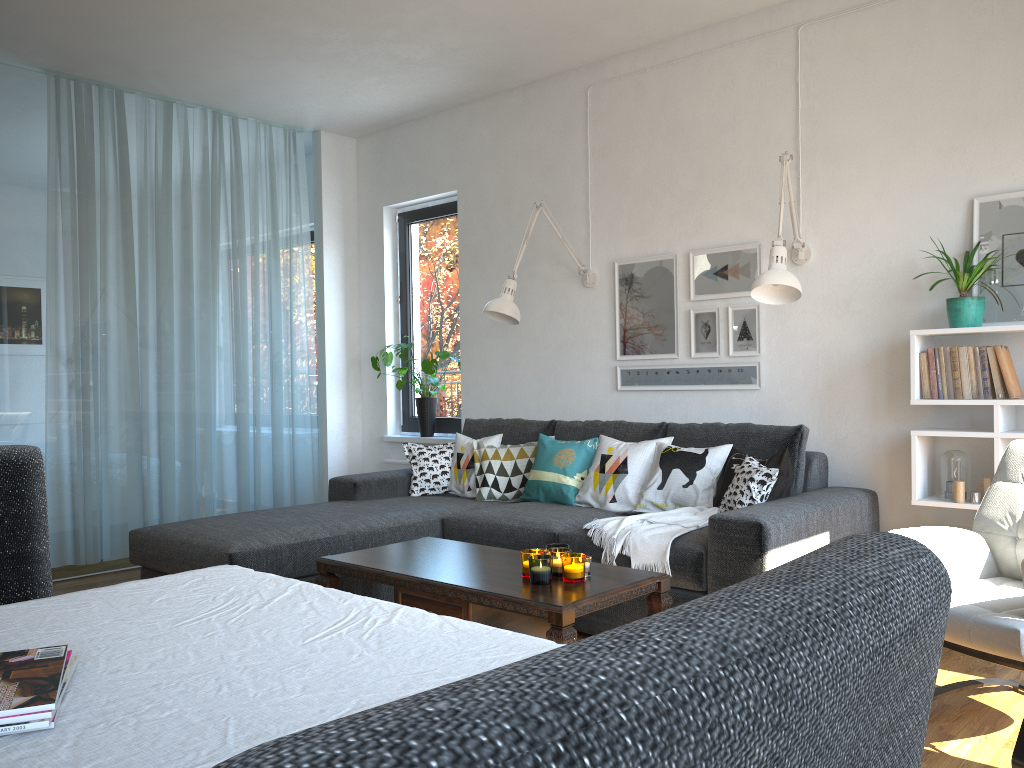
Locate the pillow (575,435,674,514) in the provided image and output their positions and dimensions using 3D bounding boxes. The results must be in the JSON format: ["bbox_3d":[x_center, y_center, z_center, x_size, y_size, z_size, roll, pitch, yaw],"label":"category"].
[{"bbox_3d":[0.514,0.437,4.204,0.436,0.368,0.285,-1,1,42],"label":"pillow"}]

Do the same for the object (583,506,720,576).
[{"bbox_3d":[0.565,0.620,3.634,0.488,0.212,0.605,-1,0,39],"label":"object"}]

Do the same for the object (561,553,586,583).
[{"bbox_3d":[0.194,0.580,2.793,0.079,0.081,0.079,-1,1,37],"label":"object"}]

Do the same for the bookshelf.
[{"bbox_3d":[2.112,0.378,3.226,1.190,1.201,0.237,-1,1,42],"label":"bookshelf"}]

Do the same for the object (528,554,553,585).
[{"bbox_3d":[0.091,0.581,2.777,0.079,0.081,0.079,-1,1,37],"label":"object"}]

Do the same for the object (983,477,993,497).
[{"bbox_3d":[1.833,0.410,3.407,0.039,0.099,0.039,0,1,39],"label":"object"}]

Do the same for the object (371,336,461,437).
[{"bbox_3d":[-0.634,0.015,5.790,0.657,0.675,0.447,-1,1,33],"label":"object"}]

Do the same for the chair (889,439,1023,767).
[{"bbox_3d":[1.495,0.601,2.607,0.685,0.832,0.545,-1,1,-23],"label":"chair"}]

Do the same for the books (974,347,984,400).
[{"bbox_3d":[1.836,-0.041,3.454,0.035,0.204,0.131,0,1,42],"label":"books"}]

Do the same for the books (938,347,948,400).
[{"bbox_3d":[1.740,-0.043,3.538,0.035,0.209,0.129,0,1,42],"label":"books"}]

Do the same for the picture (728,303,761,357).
[{"bbox_3d":[1.128,-0.259,4.287,0.166,0.248,0.021,0,1,42],"label":"picture"}]

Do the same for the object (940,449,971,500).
[{"bbox_3d":[1.777,0.361,3.554,0.108,0.197,0.108,-2,1,-36],"label":"object"}]

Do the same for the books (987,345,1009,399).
[{"bbox_3d":[1.879,-0.045,3.415,0.061,0.211,0.128,0,1,43],"label":"books"}]

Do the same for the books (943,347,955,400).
[{"bbox_3d":[1.757,-0.042,3.524,0.044,0.209,0.136,0,1,43],"label":"books"}]

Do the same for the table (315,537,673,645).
[{"bbox_3d":[-0.098,0.829,3.068,1.179,0.409,0.570,-1,0,42],"label":"table"}]

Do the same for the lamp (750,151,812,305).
[{"bbox_3d":[1.195,-0.663,3.775,0.200,0.670,0.698,0,1,33],"label":"lamp"}]

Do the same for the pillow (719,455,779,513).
[{"bbox_3d":[0.956,0.454,3.582,0.169,0.312,0.358,-1,1,-7],"label":"pillow"}]

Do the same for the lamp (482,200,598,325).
[{"bbox_3d":[0.137,-0.647,4.741,0.698,0.670,0.200,-1,1,-38],"label":"lamp"}]

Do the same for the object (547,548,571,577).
[{"bbox_3d":[0.154,0.580,2.884,0.079,0.081,0.079,-1,1,37],"label":"object"}]

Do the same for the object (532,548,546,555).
[{"bbox_3d":[0.086,0.591,3.000,0.060,0.061,0.060,-2,1,-43],"label":"object"}]

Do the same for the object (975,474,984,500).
[{"bbox_3d":[1.846,0.405,3.481,0.062,0.108,0.062,0,1,42],"label":"object"}]

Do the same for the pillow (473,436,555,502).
[{"bbox_3d":[0.016,0.454,4.667,0.454,0.363,0.242,-1,1,9],"label":"pillow"}]

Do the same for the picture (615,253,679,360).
[{"bbox_3d":[0.707,-0.398,4.661,0.390,0.534,0.013,0,1,42],"label":"picture"}]

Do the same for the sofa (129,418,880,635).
[{"bbox_3d":[-0.064,0.618,3.866,2.508,0.848,2.163,-1,0,42],"label":"sofa"}]

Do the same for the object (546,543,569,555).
[{"bbox_3d":[0.152,0.580,2.963,0.079,0.081,0.079,-1,1,37],"label":"object"}]

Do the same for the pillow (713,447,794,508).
[{"bbox_3d":[1.036,0.436,3.752,0.234,0.358,0.449,-1,1,-22],"label":"pillow"}]

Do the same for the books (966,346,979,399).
[{"bbox_3d":[1.818,-0.043,3.468,0.044,0.209,0.133,0,1,42],"label":"books"}]

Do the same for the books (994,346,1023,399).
[{"bbox_3d":[1.901,-0.044,3.391,0.070,0.204,0.132,0,1,43],"label":"books"}]

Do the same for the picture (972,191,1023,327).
[{"bbox_3d":[2.006,-0.488,3.447,0.390,0.532,0.059,0,1,42],"label":"picture"}]

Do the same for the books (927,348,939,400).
[{"bbox_3d":[1.711,-0.041,3.564,0.043,0.205,0.129,0,1,42],"label":"books"}]

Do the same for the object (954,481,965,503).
[{"bbox_3d":[1.769,0.419,3.507,0.079,0.084,0.176,-1,0,11],"label":"object"}]

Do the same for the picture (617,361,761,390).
[{"bbox_3d":[0.884,-0.038,4.516,0.837,0.136,0.021,-1,1,42],"label":"picture"}]

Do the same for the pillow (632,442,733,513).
[{"bbox_3d":[0.763,0.428,3.967,0.382,0.318,0.265,-1,1,42],"label":"pillow"}]

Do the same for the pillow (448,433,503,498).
[{"bbox_3d":[-0.207,0.438,4.772,0.360,0.344,0.173,-1,1,42],"label":"pillow"}]

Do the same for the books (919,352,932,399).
[{"bbox_3d":[1.687,-0.032,3.579,0.047,0.191,0.124,0,1,42],"label":"books"}]

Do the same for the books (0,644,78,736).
[{"bbox_3d":[-0.552,0.287,0.794,0.278,0.022,0.204,-1,0,-21],"label":"books"}]

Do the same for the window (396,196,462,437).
[{"bbox_3d":[4.248,1.637,18.975,24.370,18.375,13.976,-1,1,-41],"label":"window"}]

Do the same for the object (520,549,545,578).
[{"bbox_3d":[0.067,0.582,2.870,0.079,0.081,0.079,-1,1,37],"label":"object"}]

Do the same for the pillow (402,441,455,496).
[{"bbox_3d":[-0.429,0.469,4.854,0.334,0.320,0.160,-1,1,-12],"label":"pillow"}]

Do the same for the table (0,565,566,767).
[{"bbox_3d":[-0.661,0.680,0.566,1.235,0.763,1.856,-1,0,43],"label":"table"}]

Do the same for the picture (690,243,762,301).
[{"bbox_3d":[1.048,-0.546,4.350,0.390,0.248,0.021,-1,1,42],"label":"picture"}]

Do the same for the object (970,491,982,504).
[{"bbox_3d":[1.790,0.438,3.422,0.040,0.044,0.040,-1,1,-21],"label":"object"}]

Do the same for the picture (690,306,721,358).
[{"bbox_3d":[0.971,-0.257,4.430,0.166,0.248,0.021,0,1,42],"label":"picture"}]

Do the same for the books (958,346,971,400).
[{"bbox_3d":[1.798,-0.043,3.488,0.048,0.208,0.135,0,1,43],"label":"books"}]

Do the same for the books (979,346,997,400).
[{"bbox_3d":[1.852,-0.044,3.440,0.044,0.208,0.133,0,1,43],"label":"books"}]

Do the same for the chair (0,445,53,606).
[{"bbox_3d":[-0.808,0.582,1.190,0.461,0.960,0.545,-2,1,-43],"label":"chair"}]

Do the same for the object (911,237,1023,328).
[{"bbox_3d":[1.810,-0.403,3.485,0.424,0.372,0.387,-1,1,29],"label":"object"}]

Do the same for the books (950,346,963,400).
[{"bbox_3d":[1.774,-0.044,3.503,0.044,0.210,0.133,0,1,43],"label":"books"}]

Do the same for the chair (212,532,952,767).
[{"bbox_3d":[-0.081,0.571,0.526,0.545,0.960,0.461,0,1,42],"label":"chair"}]

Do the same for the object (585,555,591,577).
[{"bbox_3d":[0.227,0.589,2.866,0.060,0.061,0.060,-2,1,-43],"label":"object"}]

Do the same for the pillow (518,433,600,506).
[{"bbox_3d":[0.252,0.425,4.439,0.414,0.340,0.273,-1,1,42],"label":"pillow"}]

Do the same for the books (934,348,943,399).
[{"bbox_3d":[1.729,-0.040,3.550,0.033,0.210,0.136,0,1,43],"label":"books"}]

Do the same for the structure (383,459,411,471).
[{"bbox_3d":[-0.562,0.741,5.811,0.817,0.460,0.076,-1,1,40],"label":"structure"}]
